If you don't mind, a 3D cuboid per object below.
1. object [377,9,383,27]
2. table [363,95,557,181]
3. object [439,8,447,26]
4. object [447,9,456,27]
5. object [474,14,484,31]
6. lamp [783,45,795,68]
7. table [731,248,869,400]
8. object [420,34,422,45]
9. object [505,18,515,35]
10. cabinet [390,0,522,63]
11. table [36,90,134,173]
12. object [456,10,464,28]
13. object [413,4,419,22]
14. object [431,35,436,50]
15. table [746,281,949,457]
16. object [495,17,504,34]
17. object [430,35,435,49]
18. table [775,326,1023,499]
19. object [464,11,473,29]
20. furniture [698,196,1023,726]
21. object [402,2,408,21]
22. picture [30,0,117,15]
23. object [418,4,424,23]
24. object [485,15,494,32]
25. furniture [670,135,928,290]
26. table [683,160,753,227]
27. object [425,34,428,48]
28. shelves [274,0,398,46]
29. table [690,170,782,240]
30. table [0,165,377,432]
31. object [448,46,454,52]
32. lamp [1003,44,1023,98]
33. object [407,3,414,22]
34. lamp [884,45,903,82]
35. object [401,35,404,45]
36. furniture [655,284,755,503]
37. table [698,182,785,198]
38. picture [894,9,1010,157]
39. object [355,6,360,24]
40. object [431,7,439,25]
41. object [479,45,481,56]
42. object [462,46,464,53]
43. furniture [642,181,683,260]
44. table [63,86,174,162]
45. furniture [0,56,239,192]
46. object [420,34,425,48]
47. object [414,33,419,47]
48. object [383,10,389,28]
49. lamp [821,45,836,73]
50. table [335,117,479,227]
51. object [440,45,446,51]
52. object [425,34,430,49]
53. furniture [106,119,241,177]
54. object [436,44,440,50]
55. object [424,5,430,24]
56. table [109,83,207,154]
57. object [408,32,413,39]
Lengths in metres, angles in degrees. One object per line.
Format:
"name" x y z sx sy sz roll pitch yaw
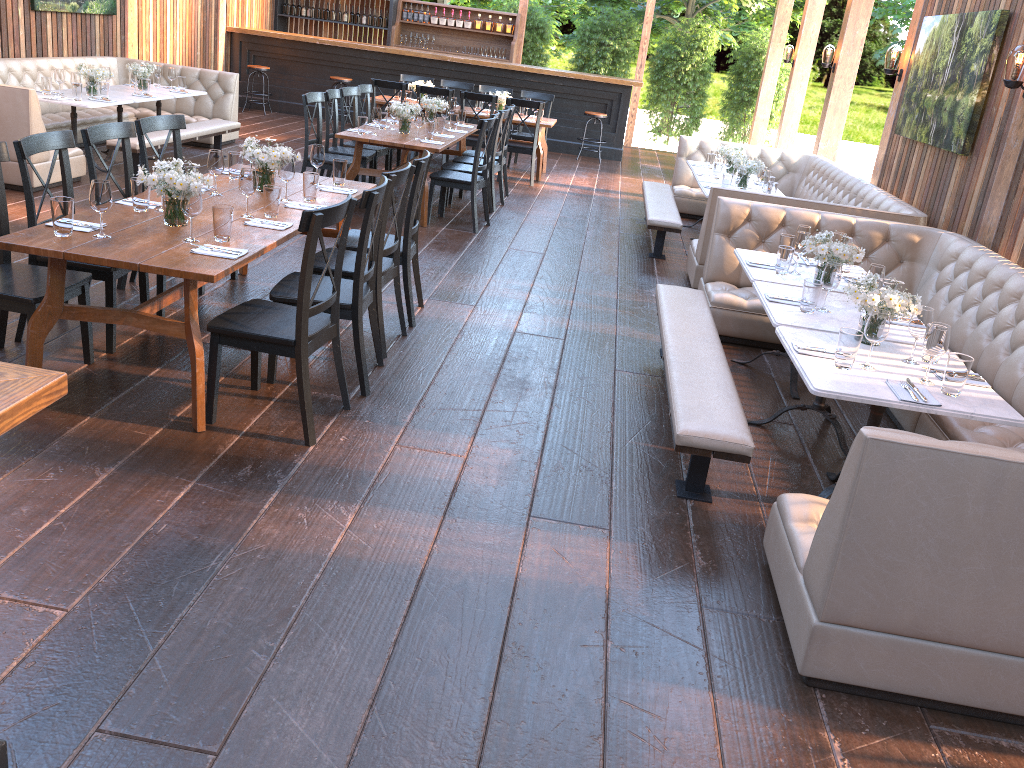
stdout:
"object" -2.397 -6.666 16.130 0.094 0.302 0.096 9 19 5
"table" -0.688 -3.278 11.761 2.432 0.715 0.970 9 21 4
"object" -1.259 -6.753 16.274 0.138 0.305 0.141 9 19 4
"object" -1.103 -6.725 16.257 0.138 0.305 0.141 11 19 8
"object" -0.610 -6.635 16.227 0.176 0.283 0.112 8 19 0
"lamp" 4.191 -4.965 13.388 0.178 0.314 0.149 9 19 4
"table" 1.712 -0.348 5.305 0.799 0.659 0.815 9 20 3
"object" -1.680 -6.378 16.438 0.093 0.239 0.093 16 21 23
"object" -0.042 -6.549 16.199 0.176 0.283 0.111 11 19 9
"cabinet" -1.103 -5.904 16.377 2.276 2.052 0.503 9 19 4
"table" -4.216 -2.420 8.523 0.799 0.659 0.815 9 20 3
"object" -0.956 -6.699 16.239 0.138 0.305 0.141 7 19 -1
"object" -1.762 -6.848 16.333 0.094 0.312 0.096 8 19 0
"object" -1.455 -6.304 16.328 0.092 0.239 0.094 1 20 -20
"table" 1.614 -0.052 4.533 0.799 0.659 0.815 9 21 4
"object" -0.230 -6.566 16.180 0.176 0.283 0.112 8 19 0
"object" -1.482 -6.350 16.432 0.092 0.239 0.094 1 20 -20
"table" 1.516 0.244 3.760 0.799 0.659 0.815 9 20 3
"object" -0.797 -6.681 16.247 0.138 0.305 0.141 11 19 8
"furniture" 2.009 -0.075 4.471 1.710 0.842 4.243 9 22 4
"object" -1.965 -6.880 16.346 0.094 0.312 0.096 9 19 4
"picture" -5.052 -4.822 10.245 0.065 0.978 1.684 9 21 4
"object" -1.666 -6.819 16.293 0.094 0.312 0.096 8 19 0
"object" -0.416 -6.612 16.233 0.176 0.283 0.111 11 19 9
"furniture" 2.554 -1.720 8.763 1.710 0.842 4.243 9 22 4
"table" 2.256 -1.987 9.584 0.799 0.659 0.815 9 20 3
"object" -1.583 -6.365 16.436 0.092 0.239 0.094 1 20 -20
"shelves" -3.262 -6.602 16.430 2.204 2.773 0.511 9 19 4
"table" 2.158 -1.691 8.811 0.799 0.659 0.815 9 21 4
"table" -1.547 -0.611 4.808 0.951 0.715 2.481 9 21 4
"object" -1.131 -6.194 16.356 0.124 0.094 0.126 5 21 -7
"lamp" 3.199 -1.975 5.583 0.178 0.314 0.149 9 19 4
"object" -1.866 -6.853 16.312 0.094 0.312 0.096 14 20 18
"lamp" 3.528 -2.966 8.171 0.178 0.314 0.149 9 19 4
"object" -2.025 -6.337 16.298 0.070 0.182 0.071 11 19 8
"furniture" 0.918 -0.038 4.628 0.313 0.391 2.376 9 22 4
"table" 2.060 -1.395 8.039 0.799 0.659 0.815 9 20 3
"picture" 3.401 -2.391 6.965 0.065 0.978 1.684 9 21 4
"object" -2.817 -6.735 16.162 0.094 0.302 0.096 -3 22 -29
"object" -1.413 -6.780 16.290 0.138 0.305 0.141 11 19 8
"object" -0.561 -6.079 16.144 0.073 0.177 0.075 0 20 -20
"object" -0.888 -6.188 16.375 0.097 0.132 0.099 4 20 -9
"furniture" 1.462 -1.677 8.906 0.313 0.391 2.376 9 22 4
"table" -4.118 -2.716 9.296 0.799 0.659 0.815 9 21 4
"furniture" -4.538 -2.875 9.304 1.710 0.842 4.243 9 22 4
"object" -1.659 -6.338 16.345 0.092 0.239 0.094 1 20 -20
"object" -1.769 -6.353 16.346 0.093 0.239 0.093 16 21 23
"object" -2.291 -6.663 16.156 0.095 0.302 0.095 18 22 29
"lamp" 3.859 -3.964 10.775 0.178 0.314 0.149 9 19 4
"table" -1.004 -2.248 9.079 0.951 0.715 2.481 9 21 4
"object" -1.285 -6.198 16.314 0.124 0.094 0.126 13 21 15
"object" -1.560 -6.318 16.327 0.092 0.239 0.094 1 20 -20
"furniture" -3.473 -2.482 9.287 0.313 0.391 2.376 9 22 4
"object" -1.363 -6.259 16.441 0.124 0.094 0.126 13 21 15
"object" -1.561 -6.809 16.301 0.094 0.312 0.096 12 19 14
"table" -4.019 -3.012 10.068 0.799 0.659 0.815 9 20 3
"object" -1.879 -6.374 16.361 0.093 0.239 0.093 16 21 23
